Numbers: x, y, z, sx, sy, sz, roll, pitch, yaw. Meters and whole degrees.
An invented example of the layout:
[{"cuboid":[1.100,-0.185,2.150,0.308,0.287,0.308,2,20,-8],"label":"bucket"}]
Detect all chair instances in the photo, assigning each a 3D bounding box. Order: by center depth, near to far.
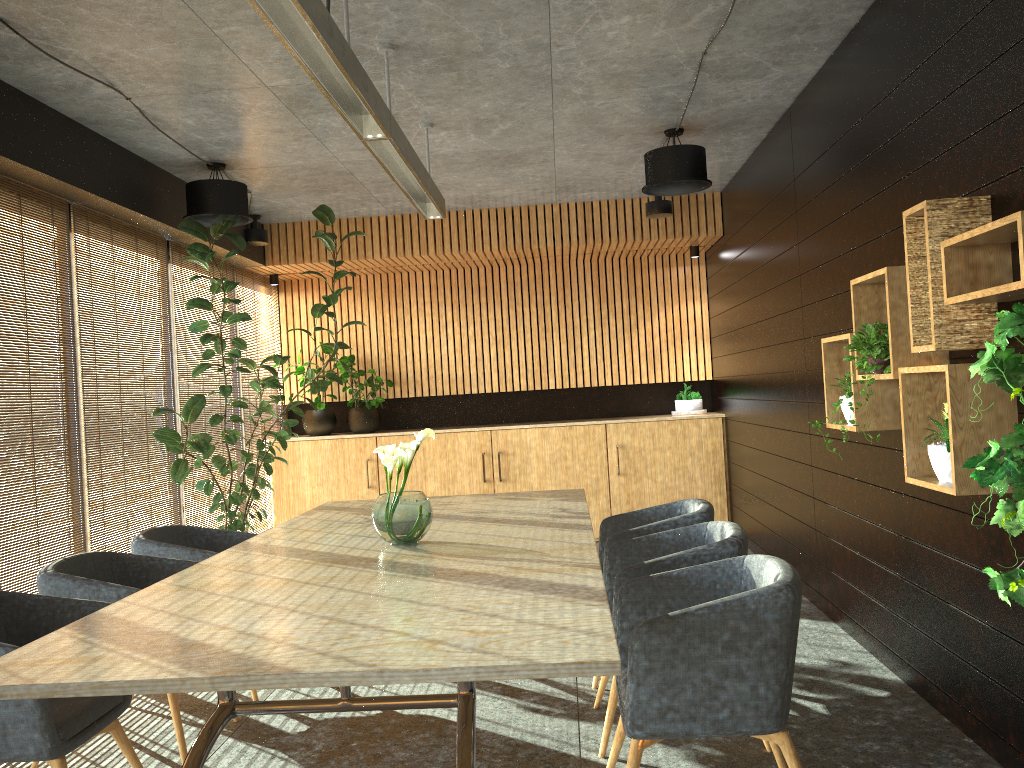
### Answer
[{"cuboid":[0.698,1.144,3.289,0.761,0.944,0.706,-3,-1,3],"label":"chair"},{"cuboid":[-1.894,1.296,3.437,0.761,0.944,0.706,-3,-1,3],"label":"chair"},{"cuboid":[0.750,1.150,4.187,0.761,0.944,0.706,-3,-1,3],"label":"chair"},{"cuboid":[-1.843,1.302,4.335,0.761,0.944,0.706,-3,-1,3],"label":"chair"},{"cuboid":[0.801,1.156,5.085,0.761,0.944,0.706,-3,-1,3],"label":"chair"},{"cuboid":[-1.791,1.308,5.233,0.761,0.944,0.706,-3,-1,3],"label":"chair"}]

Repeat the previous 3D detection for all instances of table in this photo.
[{"cuboid":[-0.489,1.230,4.258,1.816,0.927,3.932,-3,-1,3],"label":"table"}]

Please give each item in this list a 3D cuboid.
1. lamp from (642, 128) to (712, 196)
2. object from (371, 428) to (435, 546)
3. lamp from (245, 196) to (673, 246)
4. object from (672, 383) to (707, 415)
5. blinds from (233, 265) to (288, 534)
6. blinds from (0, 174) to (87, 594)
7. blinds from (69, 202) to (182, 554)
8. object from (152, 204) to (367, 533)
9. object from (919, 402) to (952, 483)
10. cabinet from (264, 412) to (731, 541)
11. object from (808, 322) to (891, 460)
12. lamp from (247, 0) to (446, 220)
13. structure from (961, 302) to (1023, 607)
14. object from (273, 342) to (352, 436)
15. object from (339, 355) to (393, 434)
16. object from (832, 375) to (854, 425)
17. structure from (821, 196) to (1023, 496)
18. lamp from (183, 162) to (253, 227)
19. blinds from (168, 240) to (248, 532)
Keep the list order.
[{"cuboid":[1.210,-1.665,6.583,0.513,0.497,0.513,-4,-1,32],"label":"lamp"},{"cuboid":[-0.534,0.495,4.287,0.295,0.546,0.322,-3,-1,13],"label":"object"},{"cuboid":[-0.562,-1.629,8.544,4.179,0.294,0.257,-3,-1,3],"label":"lamp"},{"cuboid":[1.950,0.164,9.802,0.384,0.347,0.384,-4,-1,26],"label":"object"},{"cuboid":[-2.657,0.316,9.595,0.039,3.038,1.422,-3,-1,3],"label":"blinds"},{"cuboid":[-2.911,0.287,5.173,0.039,3.038,1.422,-3,-1,3],"label":"blinds"},{"cuboid":[-2.827,0.297,6.638,0.039,3.038,1.422,-3,-1,3],"label":"blinds"},{"cuboid":[-2.335,0.199,7.570,1.958,3.266,1.875,-4,-1,42],"label":"object"},{"cuboid":[1.747,0.230,3.557,0.226,0.318,0.241,-3,-1,3],"label":"object"},{"cuboid":[-0.174,1.097,9.846,4.954,1.272,1.006,-3,-1,3],"label":"cabinet"},{"cuboid":[1.655,0.032,4.133,0.401,0.633,0.445,-3,-1,-16],"label":"object"},{"cuboid":[-0.676,-1.491,4.300,0.151,0.618,4.009,-3,-1,3],"label":"lamp"},{"cuboid":[1.384,0.562,1.356,0.952,1.987,2.081,-3,-1,5],"label":"structure"},{"cuboid":[-2.215,0.052,9.883,0.666,1.054,0.640,-4,-1,45],"label":"object"},{"cuboid":[-1.699,0.109,9.839,0.679,0.880,0.512,-3,-1,7],"label":"object"},{"cuboid":[1.793,0.051,4.624,0.241,0.318,0.226,-3,-1,-22],"label":"object"},{"cuboid":[1.773,-0.150,3.807,0.242,1.130,2.172,-3,-1,3],"label":"structure"},{"cuboid":[-2.256,-1.461,6.781,0.513,0.497,0.513,-3,-1,-26],"label":"lamp"},{"cuboid":[-2.741,0.306,8.129,0.039,3.038,1.422,-3,-1,3],"label":"blinds"}]
